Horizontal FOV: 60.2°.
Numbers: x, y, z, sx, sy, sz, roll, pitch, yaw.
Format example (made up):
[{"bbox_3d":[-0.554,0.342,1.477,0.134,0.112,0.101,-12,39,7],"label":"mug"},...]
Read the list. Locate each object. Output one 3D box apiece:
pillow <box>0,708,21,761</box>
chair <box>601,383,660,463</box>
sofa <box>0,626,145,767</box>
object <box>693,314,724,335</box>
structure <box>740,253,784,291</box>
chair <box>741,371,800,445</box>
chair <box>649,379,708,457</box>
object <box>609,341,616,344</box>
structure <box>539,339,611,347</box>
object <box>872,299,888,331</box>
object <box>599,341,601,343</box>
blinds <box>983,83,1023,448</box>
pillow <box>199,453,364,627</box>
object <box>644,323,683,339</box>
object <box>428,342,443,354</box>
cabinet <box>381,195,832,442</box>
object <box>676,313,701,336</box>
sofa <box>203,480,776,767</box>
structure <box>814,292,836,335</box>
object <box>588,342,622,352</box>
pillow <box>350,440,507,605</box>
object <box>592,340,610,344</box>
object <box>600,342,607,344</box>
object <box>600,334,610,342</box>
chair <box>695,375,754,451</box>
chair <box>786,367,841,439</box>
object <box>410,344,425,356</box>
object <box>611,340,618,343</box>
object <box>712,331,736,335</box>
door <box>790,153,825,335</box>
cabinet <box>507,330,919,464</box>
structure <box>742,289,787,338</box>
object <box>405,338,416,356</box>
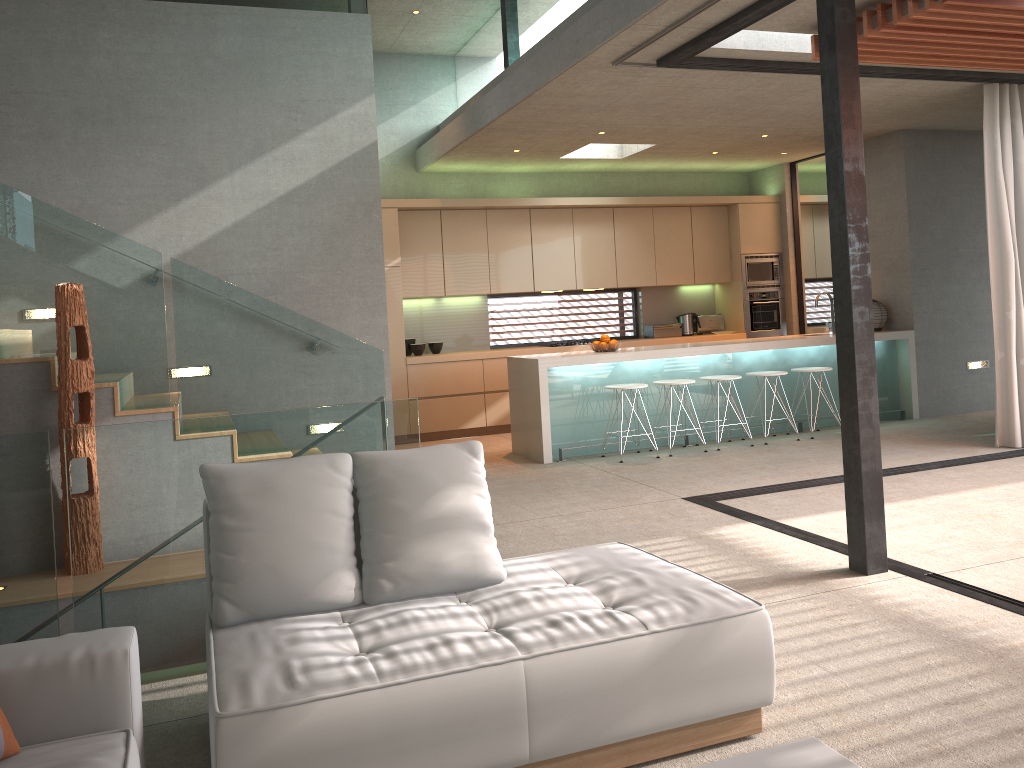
[{"bbox_3d":[-1.340,0.621,1.698,0.279,0.504,0.699,-3,3,23],"label":"pillow"},{"bbox_3d":[1.007,0.325,7.658,0.382,0.624,0.382,-4,1,-20],"label":"chair"},{"bbox_3d":[-0.853,0.930,0.487,1.050,0.752,3.462,-4,4,-20],"label":"sofa"},{"bbox_3d":[2.465,-0.750,11.108,0.390,0.247,0.150,-4,1,-20],"label":"object"},{"bbox_3d":[2.992,-1.386,11.025,0.597,0.437,0.460,-4,3,-20],"label":"structure"},{"bbox_3d":[2.367,0.208,8.154,0.382,0.624,0.382,-4,1,-20],"label":"chair"},{"bbox_3d":[1.451,0.287,7.819,0.382,0.624,0.382,-4,1,-20],"label":"chair"},{"bbox_3d":[0.925,-0.356,8.151,0.087,0.087,0.087,-5,3,-29],"label":"object"},{"bbox_3d":[0.773,-0.454,10.226,0.840,0.091,0.464,-5,5,-20],"label":"structure"},{"bbox_3d":[3.773,-0.722,9.308,0.341,0.334,0.340,-4,3,-28],"label":"object"},{"bbox_3d":[0.811,-0.359,8.285,0.086,0.087,0.087,-2,3,30],"label":"object"},{"bbox_3d":[4.251,-0.982,7.216,0.886,2.934,0.229,-3,0,-23],"label":"blinds"},{"bbox_3d":[-0.743,0.490,2.870,0.493,0.498,0.238,-4,1,-19],"label":"pillow"},{"bbox_3d":[1.858,-0.653,10.874,0.401,0.160,0.240,-5,3,-20],"label":"object"},{"bbox_3d":[-0.850,-0.400,9.857,0.170,0.126,0.169,-5,3,-33],"label":"object"},{"bbox_3d":[1.930,-0.890,9.999,7.483,2.567,1.965,-5,2,-20],"label":"cabinet"},{"bbox_3d":[2.183,-0.741,10.955,0.278,0.285,0.177,-4,1,-15],"label":"object"},{"bbox_3d":[-0.136,0.711,2.823,1.599,0.733,1.013,-5,3,-20],"label":"sofa"},{"bbox_3d":[3.188,-0.722,9.057,0.097,0.441,0.258,-3,1,-20],"label":"structure"},{"bbox_3d":[0.866,-0.342,8.219,0.316,0.082,0.316,-5,5,-20],"label":"object"},{"bbox_3d":[-0.290,0.462,3.032,0.493,0.483,0.266,-4,1,-19],"label":"pillow"},{"bbox_3d":[0.820,-0.357,8.181,0.173,0.100,0.097,-2,3,25],"label":"object"},{"bbox_3d":[0.843,-0.346,8.132,0.081,0.081,0.081,-3,2,9],"label":"object"},{"bbox_3d":[0.869,-0.417,8.253,0.095,0.094,0.094,-3,2,0],"label":"object"},{"bbox_3d":[1.901,0.248,7.983,0.382,0.624,0.382,-4,1,-20],"label":"chair"},{"bbox_3d":[2.841,0.167,8.328,0.382,0.624,0.382,-4,1,-20],"label":"chair"},{"bbox_3d":[-1.026,-0.373,9.651,0.170,0.126,0.169,-5,3,-33],"label":"object"},{"bbox_3d":[0.949,-0.368,8.240,0.094,0.094,0.094,-5,3,-31],"label":"object"},{"bbox_3d":[2.597,-0.628,10.833,0.309,0.034,0.311,0,6,39],"label":"object"},{"bbox_3d":[0.407,0.085,5.751,5.766,4.472,15.380,-1,5,42],"label":"door"},{"bbox_3d":[2.046,0.047,8.656,4.128,0.899,0.800,-5,2,-20],"label":"cabinet"},{"bbox_3d":[3.027,-0.877,11.006,0.597,0.580,0.497,-4,2,-20],"label":"structure"},{"bbox_3d":[-1.173,-0.405,9.777,0.226,0.188,0.225,-6,4,-42],"label":"object"}]
